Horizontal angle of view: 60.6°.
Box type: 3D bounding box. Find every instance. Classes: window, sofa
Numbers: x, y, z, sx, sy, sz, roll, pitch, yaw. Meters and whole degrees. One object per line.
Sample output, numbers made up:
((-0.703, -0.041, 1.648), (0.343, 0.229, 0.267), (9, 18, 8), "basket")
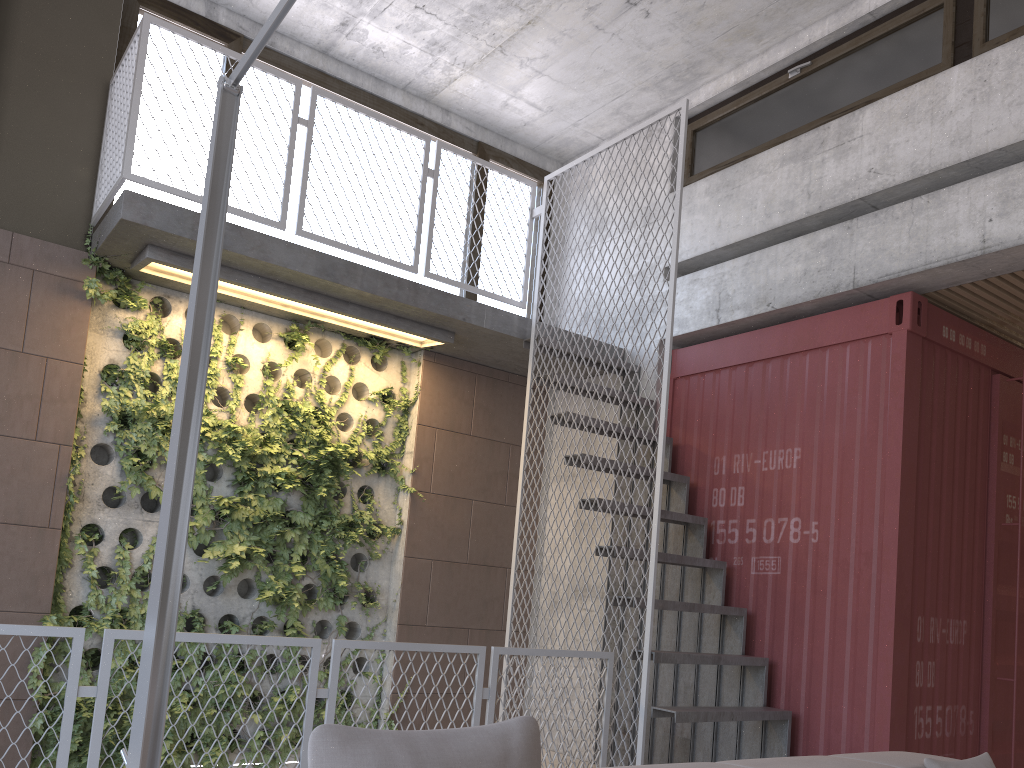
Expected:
((-1.162, -1.352, 6.633), (3.617, 1.715, 0.110), (14, -10, -35), "window")
((1.190, 1.307, 1.427), (3.040, 0.769, 3.042), (14, -16, -34), "sofa")
((3.748, -2.338, 3.259), (0.114, 0.595, 8.523), (9, -14, -34), "window")

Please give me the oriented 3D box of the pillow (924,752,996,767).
((1.624, 1.499, 3.097), (0.366, 0.359, 0.189), (11, -9, -30), "pillow")

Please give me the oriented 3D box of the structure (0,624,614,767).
((-1.805, 1.660, 4.439), (4.491, 0.915, 1.945), (14, -15, -35), "structure")

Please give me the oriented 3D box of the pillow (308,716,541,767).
((-0.161, 0.960, 1.772), (0.570, 0.547, 0.223), (11, -9, -33), "pillow")

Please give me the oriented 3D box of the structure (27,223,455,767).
((-1.668, 1.025, 5.847), (2.661, 3.749, 1.010), (11, -8, -35), "structure")

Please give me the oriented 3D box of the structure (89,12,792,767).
((-0.488, 0.426, 5.337), (3.733, 4.232, 3.059), (11, -11, -35), "structure")

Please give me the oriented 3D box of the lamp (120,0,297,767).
((-0.259, -0.006, 1.942), (2.637, 3.360, 0.767), (-3, -10, 42), "lamp")
